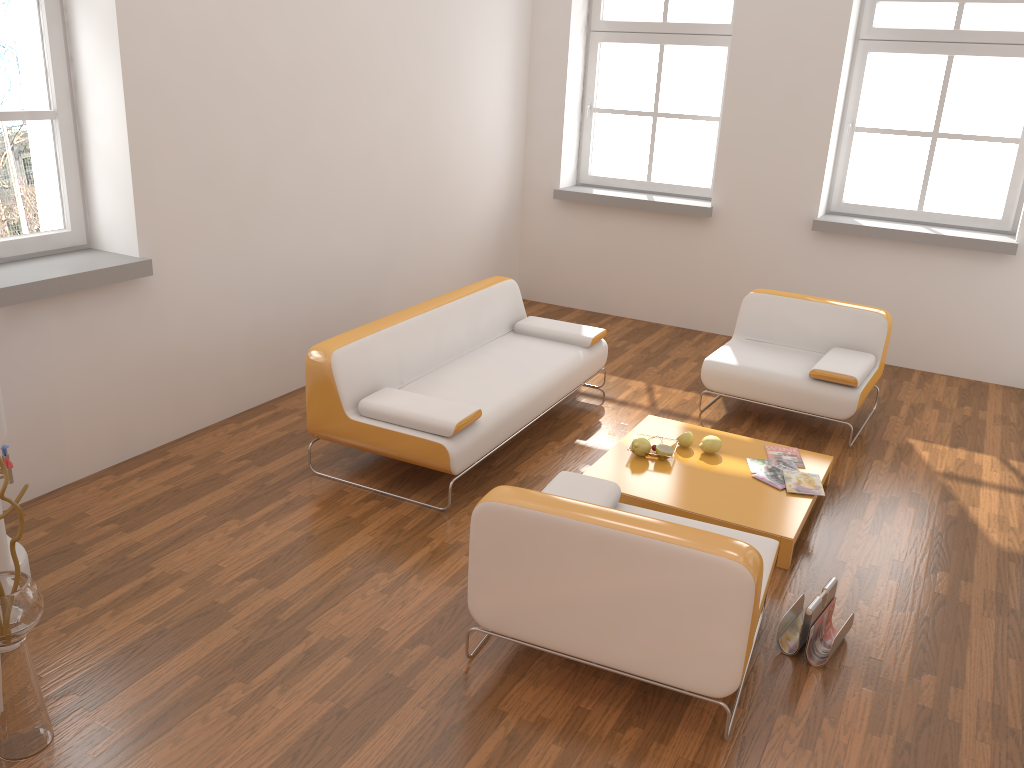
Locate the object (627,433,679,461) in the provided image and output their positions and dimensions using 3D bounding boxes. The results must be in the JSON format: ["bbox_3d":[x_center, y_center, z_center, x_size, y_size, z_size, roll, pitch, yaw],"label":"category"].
[{"bbox_3d":[0.708,0.327,4.453,0.227,0.048,0.227,9,20,16],"label":"object"}]

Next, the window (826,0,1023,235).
[{"bbox_3d":[3.033,-1.992,6.271,1.308,1.737,0.142,13,22,26],"label":"window"}]

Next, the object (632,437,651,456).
[{"bbox_3d":[0.644,0.311,4.407,0.102,0.095,0.101,2,20,-3],"label":"object"}]

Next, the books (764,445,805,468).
[{"bbox_3d":[1.383,0.367,4.505,0.171,0.004,0.249,6,20,7],"label":"books"}]

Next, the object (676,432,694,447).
[{"bbox_3d":[0.891,0.283,4.544,0.094,0.087,0.080,-10,24,-33],"label":"object"}]

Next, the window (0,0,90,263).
[{"bbox_3d":[-2.366,-1.255,3.600,0.142,1.627,1.302,13,22,26],"label":"window"}]

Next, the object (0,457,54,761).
[{"bbox_3d":[-1.561,0.588,2.269,0.655,1.112,0.284,-14,26,-39],"label":"object"}]

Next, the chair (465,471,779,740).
[{"bbox_3d":[0.430,0.618,3.136,0.923,0.661,0.825,11,21,21],"label":"chair"}]

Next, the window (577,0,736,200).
[{"bbox_3d":[1.180,-2.413,7.178,1.308,1.737,0.142,13,22,26],"label":"window"}]

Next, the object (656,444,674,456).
[{"bbox_3d":[0.755,0.343,4.394,0.091,0.065,0.092,-1,20,-10],"label":"object"}]

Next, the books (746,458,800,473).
[{"bbox_3d":[1.287,0.410,4.371,0.249,0.004,0.171,4,20,2],"label":"books"}]

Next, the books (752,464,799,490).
[{"bbox_3d":[1.293,0.444,4.263,0.249,0.004,0.171,-13,25,-37],"label":"books"}]

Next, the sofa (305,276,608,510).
[{"bbox_3d":[-0.189,-0.073,4.980,0.825,0.661,2.010,12,22,24],"label":"sofa"}]

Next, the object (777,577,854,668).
[{"bbox_3d":[1.116,0.855,3.237,0.189,0.217,0.281,17,24,34],"label":"object"}]

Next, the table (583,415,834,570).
[{"bbox_3d":[0.968,0.479,4.360,1.000,0.150,1.000,13,22,26],"label":"table"}]

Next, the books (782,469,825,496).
[{"bbox_3d":[1.379,0.468,4.198,0.171,0.004,0.249,7,20,10],"label":"books"}]

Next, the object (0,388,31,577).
[{"bbox_3d":[-1.938,0.116,2.971,0.436,1.490,0.436,7,20,12],"label":"object"}]

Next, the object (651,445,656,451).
[{"bbox_3d":[0.707,0.314,4.480,0.134,0.037,0.061,16,23,32],"label":"object"}]

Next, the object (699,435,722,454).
[{"bbox_3d":[1.006,0.307,4.489,0.105,0.091,0.103,11,21,20],"label":"object"}]

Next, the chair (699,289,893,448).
[{"bbox_3d":[1.742,-0.142,5.446,0.923,0.661,0.825,14,23,28],"label":"chair"}]
